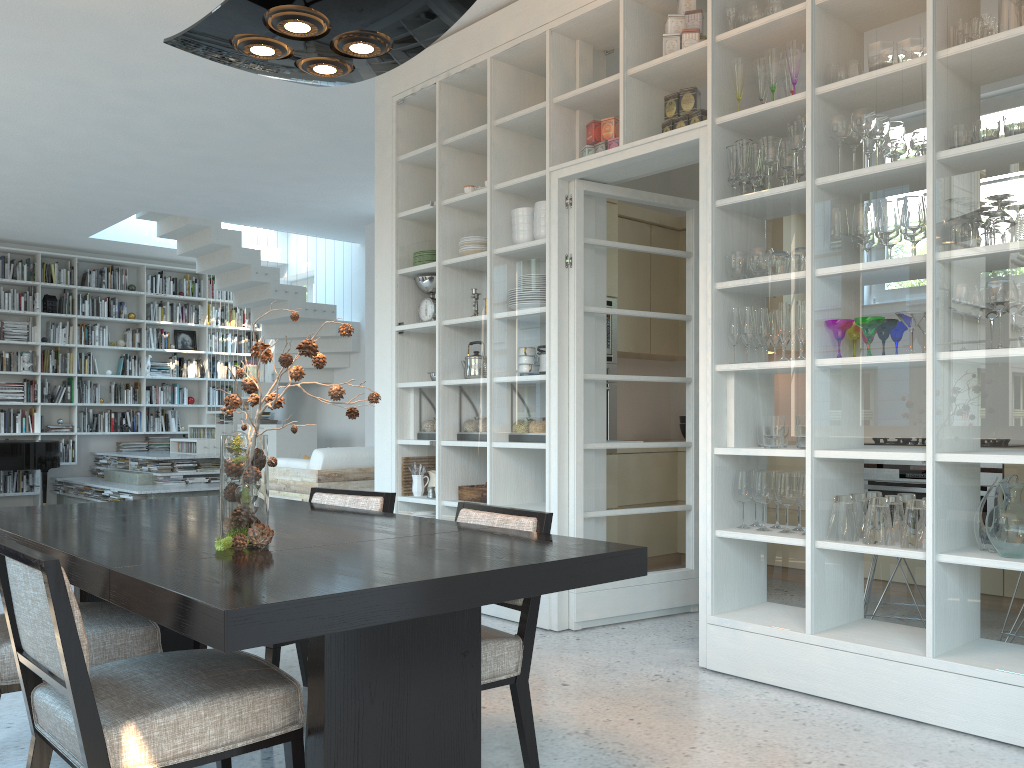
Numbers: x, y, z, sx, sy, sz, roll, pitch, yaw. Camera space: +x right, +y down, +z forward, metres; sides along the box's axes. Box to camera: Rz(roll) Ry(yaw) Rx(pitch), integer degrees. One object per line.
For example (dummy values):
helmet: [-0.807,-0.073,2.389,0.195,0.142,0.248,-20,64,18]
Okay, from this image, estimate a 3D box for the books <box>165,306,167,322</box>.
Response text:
books: [-4.729,-1.305,12.058,0.024,0.236,0.146,1,-2,-42]

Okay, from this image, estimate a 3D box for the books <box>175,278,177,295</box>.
books: [-4.622,-1.682,12.145,0.030,0.257,0.164,1,-2,-42]

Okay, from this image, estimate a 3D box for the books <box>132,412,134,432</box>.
books: [-5.044,0.145,11.718,0.021,0.265,0.150,2,-2,-42]

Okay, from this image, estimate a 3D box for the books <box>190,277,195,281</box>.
books: [-4.436,-1.701,12.327,0.020,0.299,0.131,2,-2,-42]

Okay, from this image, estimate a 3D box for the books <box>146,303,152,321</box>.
books: [-4.871,-1.316,11.916,0.012,0.254,0.161,2,-2,-42]

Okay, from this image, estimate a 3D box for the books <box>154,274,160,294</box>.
books: [-4.796,-1.695,11.986,0.048,0.278,0.150,1,-2,-42]

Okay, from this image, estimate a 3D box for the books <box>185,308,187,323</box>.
books: [-4.516,-1.294,12.218,0.031,0.217,0.165,1,-2,-42]

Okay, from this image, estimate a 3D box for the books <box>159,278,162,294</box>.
books: [-4.768,-1.671,12.013,0.030,0.231,0.148,1,-2,-42]

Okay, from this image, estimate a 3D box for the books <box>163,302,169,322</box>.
books: [-4.697,-1.331,12.060,0.026,0.288,0.156,2,-2,-42]

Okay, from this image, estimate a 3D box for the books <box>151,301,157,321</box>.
books: [-4.837,-1.330,11.945,0.051,0.282,0.166,1,-2,-42]

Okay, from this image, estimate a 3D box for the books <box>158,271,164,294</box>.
books: [-4.745,-1.721,12.022,0.014,0.332,0.180,2,-2,-42]

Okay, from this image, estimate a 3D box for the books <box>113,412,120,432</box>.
books: [-5.177,0.144,11.584,0.026,0.262,0.173,1,-2,-42]

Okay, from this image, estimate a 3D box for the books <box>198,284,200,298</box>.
books: [-4.384,-1.656,12.385,0.031,0.211,0.131,1,-2,-42]

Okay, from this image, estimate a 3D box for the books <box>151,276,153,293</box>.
books: [-4.856,-1.677,11.920,0.026,0.242,0.184,1,-2,-42]

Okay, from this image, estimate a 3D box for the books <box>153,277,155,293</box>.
books: [-4.843,-1.672,11.943,0.024,0.231,0.168,1,-2,-42]

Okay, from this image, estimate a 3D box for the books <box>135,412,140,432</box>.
books: [-4.982,0.149,11.759,0.026,0.258,0.156,1,-2,-42]

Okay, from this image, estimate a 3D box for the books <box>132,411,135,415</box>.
books: [-5.031,0.136,11.747,0.012,0.282,0.143,2,-2,-42]

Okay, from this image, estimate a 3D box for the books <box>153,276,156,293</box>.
books: [-4.836,-1.681,11.974,0.027,0.249,0.140,1,-2,-42]

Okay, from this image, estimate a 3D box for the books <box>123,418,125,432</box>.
books: [-5.125,0.186,11.634,0.025,0.181,0.169,1,-2,-42]

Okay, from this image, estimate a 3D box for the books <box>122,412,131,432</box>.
books: [-5.081,0.143,11.671,0.070,0.266,0.186,1,-2,-42]

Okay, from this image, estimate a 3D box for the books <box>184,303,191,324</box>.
books: [-4.476,-1.332,12.249,0.022,0.294,0.180,2,-2,-42]

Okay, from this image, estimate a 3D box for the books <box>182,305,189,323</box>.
books: [-4.502,-1.317,12.243,0.023,0.264,0.156,2,-2,-42]

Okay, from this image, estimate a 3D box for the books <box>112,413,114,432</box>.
books: [-5.229,0.153,11.531,0.031,0.244,0.184,1,-2,-42]

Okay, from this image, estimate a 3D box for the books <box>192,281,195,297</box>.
books: [-4.437,-1.669,12.299,0.018,0.235,0.186,2,-2,-42]

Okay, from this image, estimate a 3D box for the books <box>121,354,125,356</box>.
books: [-5.120,-0.602,11.685,0.016,0.290,0.135,2,-2,-42]

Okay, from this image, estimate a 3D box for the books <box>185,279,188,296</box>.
books: [-4.512,-1.678,12.241,0.016,0.252,0.189,2,-2,-42]

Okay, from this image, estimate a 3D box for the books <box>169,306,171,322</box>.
books: [-4.685,-1.306,12.084,0.025,0.238,0.142,1,-2,-42]

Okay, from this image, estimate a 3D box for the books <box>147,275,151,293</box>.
books: [-4.879,-1.682,11.907,0.025,0.251,0.178,1,-2,-42]

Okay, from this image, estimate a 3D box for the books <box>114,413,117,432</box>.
books: [-5.206,0.154,11.581,0.021,0.243,0.131,2,-2,-42]

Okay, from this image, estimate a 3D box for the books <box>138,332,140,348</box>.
books: [-4.987,-0.934,11.804,0.013,0.221,0.155,2,-2,-42]

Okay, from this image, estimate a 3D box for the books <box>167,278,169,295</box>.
books: [-4.702,-1.673,12.065,0.022,0.236,0.172,2,-2,-42]

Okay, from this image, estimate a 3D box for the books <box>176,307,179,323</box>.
books: [-4.599,-1.301,12.129,0.030,0.230,0.187,1,-2,-42]

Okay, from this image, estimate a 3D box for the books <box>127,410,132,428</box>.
books: [-5.056,0.130,11.706,0.013,0.294,0.134,2,-2,-42]

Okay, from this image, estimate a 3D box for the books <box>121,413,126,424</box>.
books: [-5.113,0.152,11.649,0.012,0.249,0.164,2,-2,-42]

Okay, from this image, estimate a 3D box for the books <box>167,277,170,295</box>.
books: [-4.692,-1.681,12.086,0.021,0.254,0.151,2,-2,-42]

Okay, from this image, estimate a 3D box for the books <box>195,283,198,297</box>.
books: [-4.409,-1.656,12.331,0.029,0.210,0.169,1,-2,-42]

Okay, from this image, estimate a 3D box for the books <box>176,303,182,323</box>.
books: [-4.577,-1.327,12.187,0.048,0.283,0.162,1,-2,-42]

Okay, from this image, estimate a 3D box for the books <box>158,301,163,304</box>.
books: [-4.755,-1.336,12.017,0.011,0.296,0.162,2,-2,-42]

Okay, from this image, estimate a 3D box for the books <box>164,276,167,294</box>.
books: [-4.715,-1.686,12.053,0.014,0.262,0.168,2,-2,-42]

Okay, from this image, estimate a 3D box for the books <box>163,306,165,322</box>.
books: [-4.740,-1.300,12.029,0.030,0.224,0.157,1,-2,-42]

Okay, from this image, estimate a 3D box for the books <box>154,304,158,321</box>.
books: [-4.814,-1.314,11.977,0.026,0.251,0.130,1,-2,-42]

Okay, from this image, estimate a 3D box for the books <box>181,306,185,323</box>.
books: [-4.538,-1.306,12.189,0.014,0.240,0.189,2,-2,-42]

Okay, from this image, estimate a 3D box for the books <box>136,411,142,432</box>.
books: [-4.964,0.142,11.776,0.025,0.272,0.171,2,-2,-42]

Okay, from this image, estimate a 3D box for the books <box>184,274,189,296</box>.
books: [-4.491,-1.712,12.261,0.007,0.321,0.165,2,-2,-42]

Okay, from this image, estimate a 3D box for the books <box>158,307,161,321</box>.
books: [-4.779,-1.292,11.976,0.025,0.207,0.175,1,-2,-42]

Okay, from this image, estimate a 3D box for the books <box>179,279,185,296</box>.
books: [-4.531,-1.681,12.213,0.019,0.256,0.169,2,-2,-42]

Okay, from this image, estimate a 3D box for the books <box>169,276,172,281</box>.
books: [-4.671,-1.693,12.123,0.012,0.279,0.153,2,-2,-42]

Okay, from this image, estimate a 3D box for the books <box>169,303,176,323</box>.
books: [-4.629,-1.320,12.065,0.032,0.265,0.245,1,-2,-42]

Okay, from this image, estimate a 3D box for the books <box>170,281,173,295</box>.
books: [-4.666,-1.655,12.091,0.023,0.202,0.190,1,-2,-42]

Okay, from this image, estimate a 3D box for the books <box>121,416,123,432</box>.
books: [-5.146,0.170,11.623,0.022,0.211,0.135,1,-2,-42]

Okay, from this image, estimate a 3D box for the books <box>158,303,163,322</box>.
books: [-4.763,-1.319,11.998,0.026,0.261,0.167,1,-2,-42]

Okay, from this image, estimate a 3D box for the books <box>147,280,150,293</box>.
books: [-4.888,-1.648,11.881,0.022,0.182,0.189,1,-2,-42]

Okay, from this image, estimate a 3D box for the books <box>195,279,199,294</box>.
books: [-4.401,-1.690,12.363,0.025,0.279,0.136,2,-2,-42]

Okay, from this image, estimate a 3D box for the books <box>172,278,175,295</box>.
books: [-4.646,-1.681,12.141,0.012,0.254,0.161,2,-2,-42]

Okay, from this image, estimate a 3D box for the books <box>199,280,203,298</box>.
books: [-4.349,-1.682,12.389,0.026,0.263,0.163,1,-2,-42]

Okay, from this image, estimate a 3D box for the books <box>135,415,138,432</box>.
books: [-4.997,0.164,11.736,0.025,0.228,0.175,1,-2,-42]

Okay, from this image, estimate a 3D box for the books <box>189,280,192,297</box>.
books: [-4.472,-1.676,12.276,0.031,0.249,0.164,1,-2,-42]
